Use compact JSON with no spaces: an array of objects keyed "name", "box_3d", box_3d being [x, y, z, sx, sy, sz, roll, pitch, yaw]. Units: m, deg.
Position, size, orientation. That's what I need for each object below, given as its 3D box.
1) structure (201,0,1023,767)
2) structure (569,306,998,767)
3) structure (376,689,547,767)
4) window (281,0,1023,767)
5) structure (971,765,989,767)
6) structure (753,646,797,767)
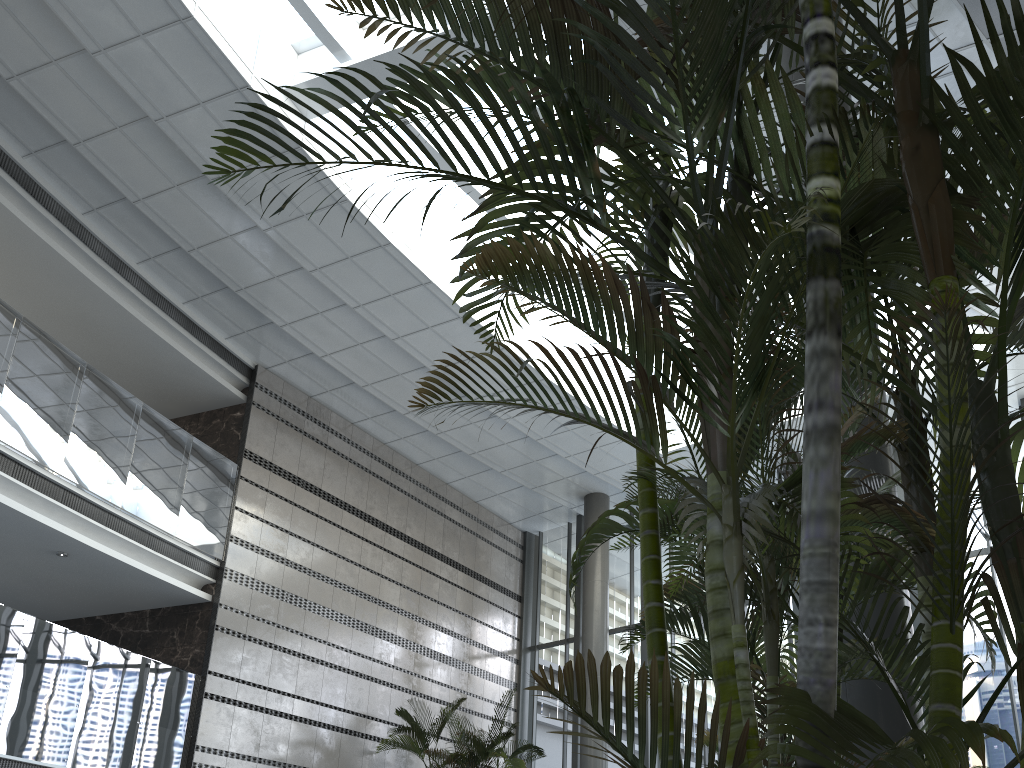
[{"name":"structure","box_3d":[0.495,0.070,1.817,2.422,4.200,2.819,-6,-26,18]},{"name":"structure","box_3d":[1.128,1.498,3.276,1.640,3.363,2.273,-7,-26,21]},{"name":"structure","box_3d":[-0.788,6.590,12.212,2.592,4.200,2.639,-20,-32,40]},{"name":"window","box_3d":[-0.723,1.014,7.861,19.850,9.076,14.202,24,-36,-33]},{"name":"structure","box_3d":[4.009,5.208,8.406,3.388,2.667,3.936,22,-35,-33]},{"name":"structure","box_3d":[2.142,3.317,5.895,1.405,3.121,1.354,-7,-25,22]}]
